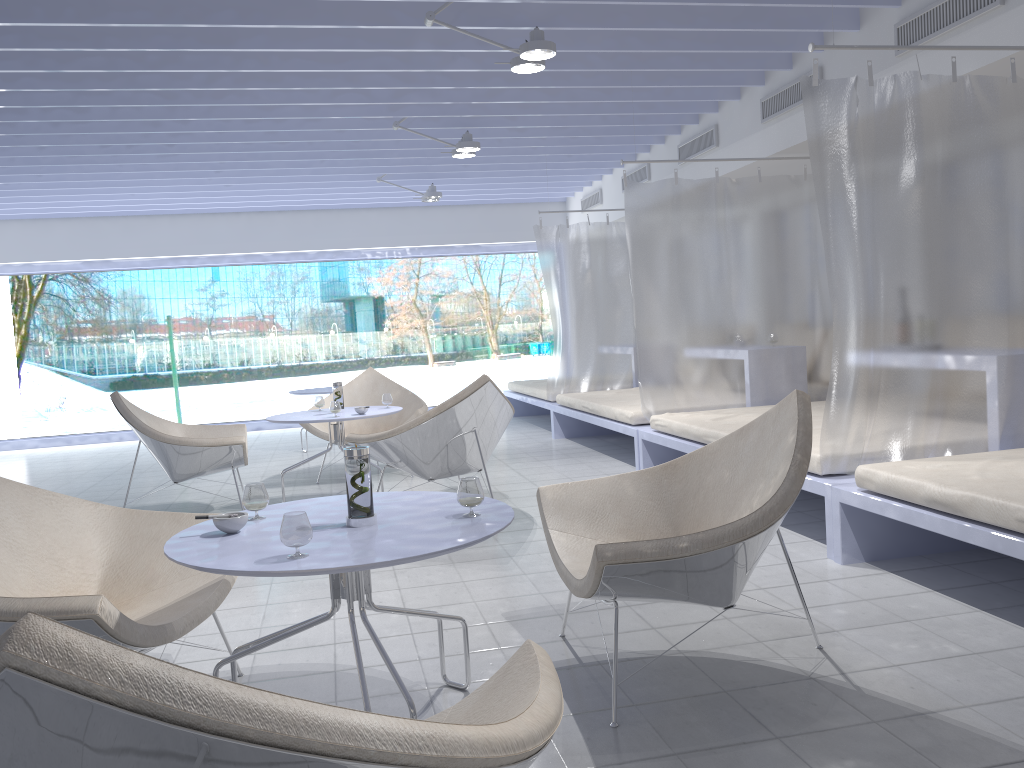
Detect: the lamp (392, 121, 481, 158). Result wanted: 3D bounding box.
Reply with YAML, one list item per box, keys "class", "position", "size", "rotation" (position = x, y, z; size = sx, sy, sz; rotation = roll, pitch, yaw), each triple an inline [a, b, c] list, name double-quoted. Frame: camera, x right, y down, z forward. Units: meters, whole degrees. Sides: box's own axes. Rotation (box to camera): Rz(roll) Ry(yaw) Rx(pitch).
- class: "lamp"
  position: [-0.535, -1.724, 6.209]
  size: [0.587, 0.218, 0.380]
  rotation: [-4, 4, -11]

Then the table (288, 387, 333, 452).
- class: "table"
  position: [-1.602, 0.310, 8.116]
  size: [0.825, 0.534, 0.823]
  rotation: [-1, 4, 35]

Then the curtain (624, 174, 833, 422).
- class: "curtain"
  position: [1.711, -0.567, 5.744]
  size: [1.998, 1.559, 0.125]
  rotation: [-4, 4, -13]

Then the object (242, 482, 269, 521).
- class: "object"
  position: [-0.659, 0.301, 2.279]
  size: [0.068, 0.091, 0.068]
  rotation: [-5, 4, -22]

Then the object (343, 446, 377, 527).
- class: "object"
  position: [-0.368, 0.245, 2.134]
  size: [0.075, 0.185, 0.075]
  rotation: [0, 5, 41]

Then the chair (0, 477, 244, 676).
- class: "chair"
  position: [-1.196, 0.531, 2.333]
  size: [0.753, 0.759, 0.906]
  rotation: [-3, 4, 6]

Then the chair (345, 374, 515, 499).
- class: "chair"
  position: [-0.335, 0.324, 4.810]
  size: [0.906, 0.759, 0.753]
  rotation: [-7, 5, -41]

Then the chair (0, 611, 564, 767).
- class: "chair"
  position: [-0.383, 0.556, 1.126]
  size: [0.906, 0.759, 0.753]
  rotation: [-3, 4, 3]

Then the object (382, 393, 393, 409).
- class: "object"
  position: [-0.780, 0.105, 5.542]
  size: [0.068, 0.091, 0.068]
  rotation: [-5, 4, -19]

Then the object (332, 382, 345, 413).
- class: "object"
  position: [-1.069, 0.080, 5.454]
  size: [0.075, 0.189, 0.075]
  rotation: [-5, 4, -20]

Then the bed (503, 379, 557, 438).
- class: "bed"
  position: [1.116, 0.141, 9.049]
  size: [2.022, 0.422, 2.200]
  rotation: [-4, 4, -11]

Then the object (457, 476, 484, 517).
- class: "object"
  position: [-0.101, 0.274, 2.159]
  size: [0.068, 0.091, 0.068]
  rotation: [-5, 4, -22]

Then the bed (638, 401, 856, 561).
- class: "bed"
  position: [2.012, 0.355, 4.730]
  size: [2.022, 0.422, 2.200]
  rotation: [-4, 4, -11]

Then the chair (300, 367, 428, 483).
- class: "chair"
  position: [-1.048, 0.266, 6.451]
  size: [0.906, 0.759, 0.753]
  rotation: [-4, 4, -1]

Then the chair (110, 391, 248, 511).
- class: "chair"
  position: [-1.977, 0.394, 5.303]
  size: [0.753, 0.759, 0.906]
  rotation: [-5, 4, -16]

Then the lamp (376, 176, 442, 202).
- class: "lamp"
  position: [-0.963, -1.826, 8.272]
  size: [0.587, 0.218, 0.380]
  rotation: [-4, 4, -11]

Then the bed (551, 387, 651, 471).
- class: "bed"
  position: [1.549, 0.247, 6.885]
  size: [2.016, 0.427, 2.200]
  rotation: [-4, 4, -11]

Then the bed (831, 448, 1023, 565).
- class: "bed"
  position: [2.445, 0.461, 2.566]
  size: [2.016, 0.427, 2.200]
  rotation: [-4, 4, -11]

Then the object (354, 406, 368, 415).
- class: "object"
  position: [-0.883, 0.157, 5.206]
  size: [0.082, 0.043, 0.082]
  rotation: [-7, 5, -43]

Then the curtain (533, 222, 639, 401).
- class: "curtain"
  position: [1.220, -0.692, 7.904]
  size: [2.050, 1.552, 0.151]
  rotation: [-4, 4, -11]

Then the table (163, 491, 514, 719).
- class: "table"
  position: [-0.389, 0.605, 2.170]
  size: [0.825, 0.534, 0.823]
  rotation: [-6, 4, -34]

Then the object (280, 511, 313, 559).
- class: "object"
  position: [-0.450, 0.315, 1.851]
  size: [0.068, 0.091, 0.068]
  rotation: [-5, 4, -22]

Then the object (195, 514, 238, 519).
- class: "object"
  position: [-0.706, 0.318, 2.123]
  size: [0.098, 0.016, 0.012]
  rotation: [-4, 4, -12]

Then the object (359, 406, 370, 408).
- class: "object"
  position: [-0.865, 0.137, 5.180]
  size: [0.098, 0.016, 0.012]
  rotation: [0, 5, 45]

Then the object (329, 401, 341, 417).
- class: "object"
  position: [-1.022, 0.146, 5.134]
  size: [0.068, 0.091, 0.068]
  rotation: [-2, 4, 17]

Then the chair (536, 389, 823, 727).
- class: "chair"
  position: [0.511, 0.415, 2.512]
  size: [0.753, 0.759, 0.906]
  rotation: [-4, 4, -8]

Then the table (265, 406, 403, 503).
- class: "table"
  position: [-1.067, 0.443, 5.448]
  size: [0.825, 0.534, 0.823]
  rotation: [-5, 4, -20]

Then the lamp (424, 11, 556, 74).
- class: "lamp"
  position: [-0.111, -1.623, 4.165]
  size: [0.587, 0.218, 0.380]
  rotation: [-4, 4, -11]

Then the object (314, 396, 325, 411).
- class: "object"
  position: [-1.230, 0.125, 5.666]
  size: [0.068, 0.091, 0.068]
  rotation: [-3, 4, 11]

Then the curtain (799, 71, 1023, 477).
- class: "curtain"
  position: [2.117, -0.478, 3.584]
  size: [2.050, 1.552, 0.151]
  rotation: [-4, 4, -11]

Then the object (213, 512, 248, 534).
- class: "object"
  position: [-0.673, 0.336, 2.126]
  size: [0.082, 0.043, 0.082]
  rotation: [-4, 4, -10]
